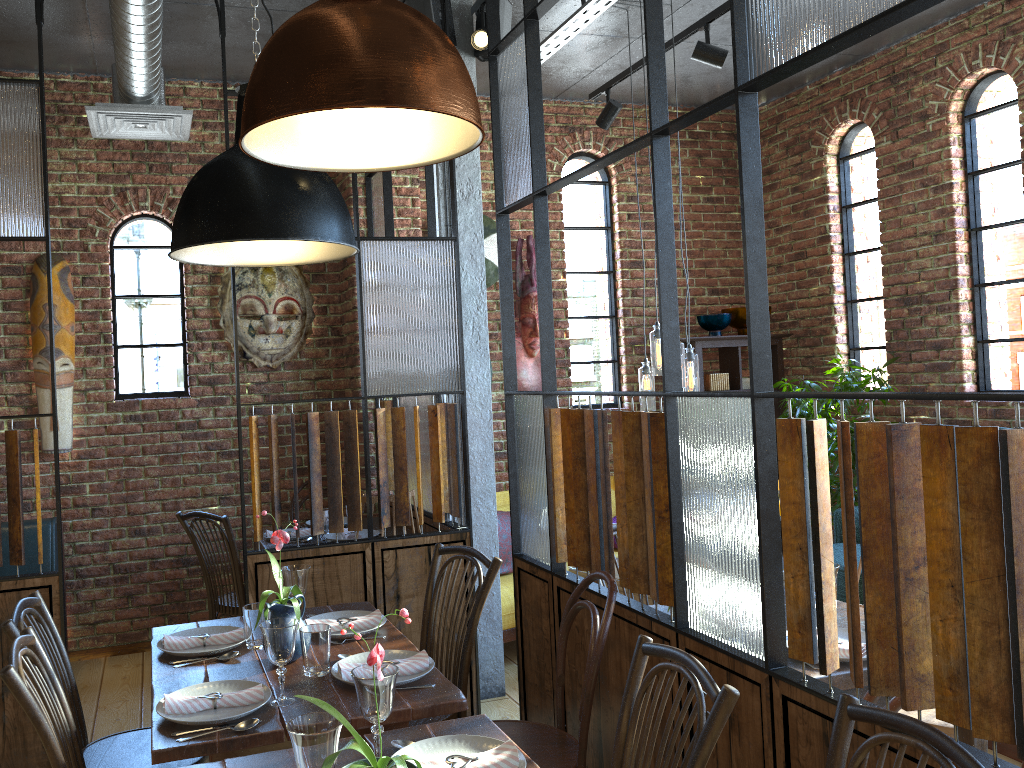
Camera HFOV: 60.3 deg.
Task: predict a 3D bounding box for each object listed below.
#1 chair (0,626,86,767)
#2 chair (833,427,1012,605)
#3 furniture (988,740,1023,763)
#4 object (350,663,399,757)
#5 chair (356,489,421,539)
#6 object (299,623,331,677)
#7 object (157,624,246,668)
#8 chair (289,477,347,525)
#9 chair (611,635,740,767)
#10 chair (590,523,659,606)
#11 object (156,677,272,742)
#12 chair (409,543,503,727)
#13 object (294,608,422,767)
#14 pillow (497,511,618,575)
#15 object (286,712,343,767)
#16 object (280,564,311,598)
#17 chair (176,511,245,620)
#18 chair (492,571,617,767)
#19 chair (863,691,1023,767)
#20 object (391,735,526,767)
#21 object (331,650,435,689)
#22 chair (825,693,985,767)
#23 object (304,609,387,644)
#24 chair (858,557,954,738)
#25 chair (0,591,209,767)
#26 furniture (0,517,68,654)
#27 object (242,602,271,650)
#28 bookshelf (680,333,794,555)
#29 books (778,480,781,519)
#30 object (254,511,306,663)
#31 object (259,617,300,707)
[{"bbox_3d":[-0.927,1.054,2.158,0.506,0.915,0.417,-3,-1,-20],"label":"chair"},{"bbox_3d":[2.076,0.789,4.413,1.041,1.098,0.801,-3,0,4],"label":"chair"},{"bbox_3d":[2.707,0.919,2.643,1.326,0.822,2.688,-3,1,-21],"label":"furniture"},{"bbox_3d":[-0.269,0.666,1.753,0.098,0.192,0.098,-3,-1,0],"label":"object"},{"bbox_3d":[-0.608,0.978,3.959,0.513,1.006,0.470,-2,-1,-34],"label":"chair"},{"bbox_3d":[-0.519,0.705,2.333,0.080,0.119,0.088,-3,0,-38],"label":"object"},{"bbox_3d":[-0.911,0.757,2.606,0.263,0.051,0.333,-3,1,-17],"label":"object"},{"bbox_3d":[-1.096,1.024,5.060,0.440,0.921,0.547,-3,-1,1],"label":"chair"},{"bbox_3d":[0.133,1.008,1.706,0.510,0.915,0.414,-3,-1,-15],"label":"chair"},{"bbox_3d":[0.524,0.971,3.031,0.391,0.915,0.540,-3,-1,-26],"label":"chair"},{"bbox_3d":[-0.707,0.754,2.093,0.263,0.051,0.333,-3,1,-17],"label":"object"},{"bbox_3d":[-0.322,1.015,2.825,0.499,0.915,0.423,-2,-1,-35],"label":"chair"},{"bbox_3d":[-0.229,0.552,1.369,0.206,0.427,0.144,-3,-1,14],"label":"object"},{"bbox_3d":[0.256,0.834,5.225,1.435,0.453,0.417,-3,0,-31],"label":"pillow"},{"bbox_3d":[-0.331,0.673,1.499,0.102,0.192,0.094,-3,-1,27],"label":"object"},{"bbox_3d":[-0.677,0.673,2.769,0.099,0.192,0.097,-3,-1,5],"label":"object"},{"bbox_3d":[-1.303,1.044,4.308,0.423,0.915,0.498,-3,-1,34],"label":"chair"},{"bbox_3d":[0.031,1.003,2.442,0.548,0.921,0.439,-3,-1,-3],"label":"chair"},{"bbox_3d":[0.910,0.967,1.971,0.440,0.921,0.547,-3,-1,1],"label":"chair"},{"bbox_3d":[-0.114,0.730,1.714,0.263,0.051,0.333,-3,1,-17],"label":"object"},{"bbox_3d":[-0.342,0.733,2.311,0.263,0.051,0.333,-3,1,-17],"label":"object"},{"bbox_3d":[0.430,0.999,1.314,0.510,0.915,0.414,-3,-1,-15],"label":"chair"},{"bbox_3d":[-0.529,0.736,2.746,0.263,0.051,0.333,-3,1,-17],"label":"object"},{"bbox_3d":[1.227,0.904,2.754,0.561,1.006,0.430,-3,-1,41],"label":"chair"},{"bbox_3d":[-1.135,1.059,2.541,0.510,0.915,0.414,-3,-1,-15],"label":"chair"},{"bbox_3d":[-2.859,1.174,3.979,1.402,0.822,1.534,-3,0,-20],"label":"furniture"},{"bbox_3d":[-0.749,0.713,2.595,0.080,0.119,0.088,-3,0,-38],"label":"object"},{"bbox_3d":[1.519,0.509,6.011,0.794,1.668,0.325,-3,-1,-19],"label":"bookshelf"},{"bbox_3d":[1.763,0.794,6.093,0.082,0.273,0.195,-3,0,-22],"label":"books"},{"bbox_3d":[-0.641,0.556,2.472,0.136,0.431,0.218,-3,-1,-3],"label":"object"},{"bbox_3d":[-0.560,0.675,2.137,0.098,0.192,0.098,-3,-1,0],"label":"object"}]
